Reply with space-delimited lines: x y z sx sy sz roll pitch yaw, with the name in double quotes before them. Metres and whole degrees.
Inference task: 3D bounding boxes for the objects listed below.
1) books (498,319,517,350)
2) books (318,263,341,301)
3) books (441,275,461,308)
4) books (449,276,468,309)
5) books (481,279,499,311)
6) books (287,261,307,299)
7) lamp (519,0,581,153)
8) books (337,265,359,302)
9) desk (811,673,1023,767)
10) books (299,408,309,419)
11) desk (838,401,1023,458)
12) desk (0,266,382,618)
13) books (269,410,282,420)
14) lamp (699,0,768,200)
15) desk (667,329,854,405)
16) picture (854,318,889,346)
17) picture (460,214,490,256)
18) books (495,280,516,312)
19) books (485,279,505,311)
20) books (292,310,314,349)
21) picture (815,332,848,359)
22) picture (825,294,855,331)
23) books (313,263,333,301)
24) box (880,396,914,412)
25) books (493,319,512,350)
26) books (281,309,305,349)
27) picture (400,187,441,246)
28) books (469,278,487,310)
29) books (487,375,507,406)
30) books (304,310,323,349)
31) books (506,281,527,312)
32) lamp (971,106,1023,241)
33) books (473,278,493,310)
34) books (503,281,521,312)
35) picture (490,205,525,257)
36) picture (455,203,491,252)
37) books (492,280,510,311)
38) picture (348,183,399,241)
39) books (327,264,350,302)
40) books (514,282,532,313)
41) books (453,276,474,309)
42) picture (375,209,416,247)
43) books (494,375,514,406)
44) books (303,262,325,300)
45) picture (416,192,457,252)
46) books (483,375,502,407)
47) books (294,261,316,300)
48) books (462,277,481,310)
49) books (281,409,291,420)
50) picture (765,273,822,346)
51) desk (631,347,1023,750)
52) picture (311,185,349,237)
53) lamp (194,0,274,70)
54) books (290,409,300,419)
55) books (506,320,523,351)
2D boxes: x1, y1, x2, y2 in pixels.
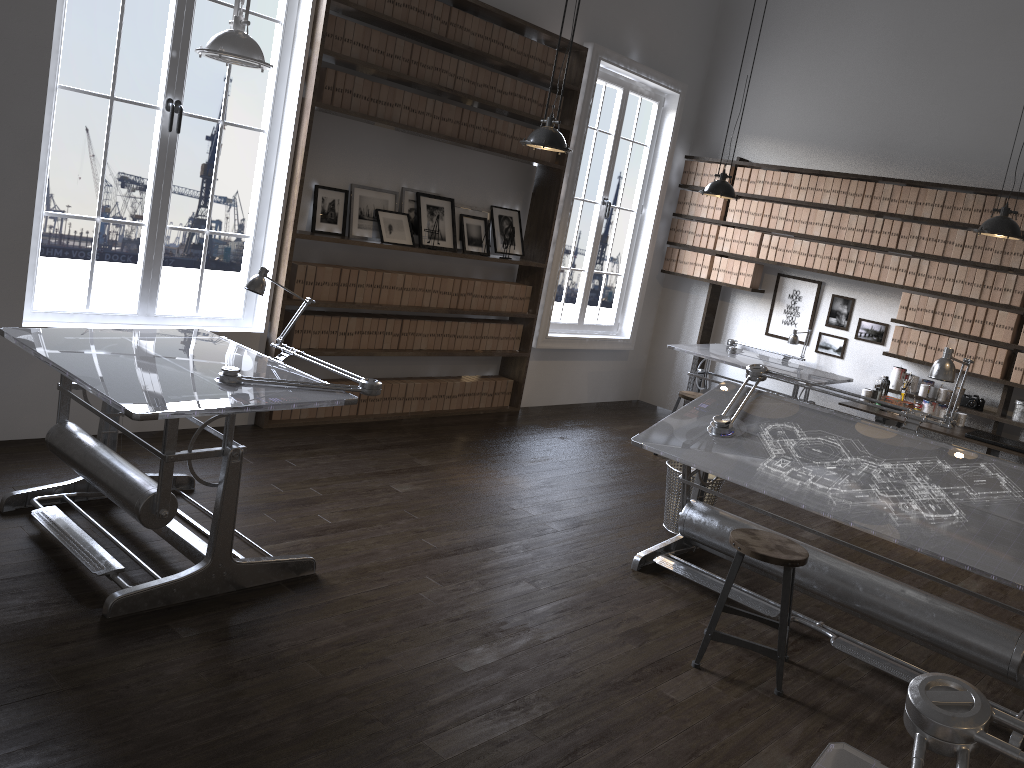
"books" -0.058 -0.408 7.351 0.176 0.224 0.066 18 11 40
"books" -1.237 -0.678 5.911 0.176 0.224 0.066 18 11 40
"books" -0.491 -0.703 6.753 0.176 0.224 0.066 18 11 40
"books" -0.438 -0.703 6.804 0.176 0.224 0.067 18 11 40
"books" -0.201 -0.711 7.070 0.176 0.224 0.067 18 11 40
"books" -1.416 -0.671 5.704 0.176 0.224 0.066 18 11 40
"lamp" 0.400 -2.456 4.988 0.312 2.236 0.314 14 9 20
"books" -1.138 -0.682 6.022 0.176 0.224 0.066 18 11 40
"desk" 0.995 1.048 0.504 2.085 1.376 1.076 19 12 40
"books" -1.433 0.102 5.961 0.176 0.224 0.066 18 11 40
"desk" 3.243 0.674 6.481 1.682 0.664 0.655 20 13 40
"desk" -1.319 0.089 3.730 1.279 1.180 1.171 19 12 40
"books" -1.577 0.105 5.804 0.176 0.224 0.066 18 11 40
"lamp" 1.765 -2.501 6.521 0.312 2.236 0.314 14 9 20
"desk" 2.076 0.036 7.488 1.279 1.090 1.071 19 12 40
"picture" 3.019 -0.439 7.435 0.253 0.182 0.023 19 12 40
"picture" -0.286 -1.154 6.870 0.128 0.288 0.289 18 12 40
"books" -0.072 -0.716 7.217 0.176 0.224 0.067 18 11 40
"books" -0.160 -0.714 7.122 0.176 0.224 0.066 18 11 40
"books" -1.396 -0.362 5.832 0.176 0.224 0.066 18 11 40
"picture" 2.760 -0.335 7.661 0.253 0.182 0.023 19 12 40
"picture" 2.822 -0.616 7.615 0.203 0.282 0.022 18 11 40
"books" -1.279 -0.676 5.860 0.176 0.224 0.066 18 11 40
"box" 2.981 0.160 6.870 0.213 0.083 0.137 19 13 40
"books" -0.105 -0.406 7.297 0.176 0.224 0.066 18 11 40
"books" -1.444 -0.360 5.778 0.176 0.224 0.067 18 11 40
"picture" -0.673 -1.209 6.478 0.092 0.403 0.369 18 12 40
"books" -0.297 -0.709 6.970 0.176 0.224 0.066 18 11 40
"books" -0.142 0.057 7.422 0.176 0.224 0.066 18 11 40
"books" -1.351 -0.364 5.888 0.176 0.224 0.066 18 11 40
"books" 0.017 -0.720 7.326 0.176 0.224 0.066 18 11 40
"lamp" 3.182 -1.991 5.261 0.312 2.236 0.314 14 9 20
"books" -0.250 -0.711 7.023 0.176 0.224 0.066 18 11 40
"books" -0.028 -0.718 7.272 0.176 0.224 0.066 18 11 40
"picture" -0.035 -1.232 7.148 0.162 0.362 0.343 18 12 40
"picture" -0.318 -1.197 6.883 0.096 0.358 0.434 18 12 40
"books" -0.117 -0.715 7.168 0.176 0.224 0.066 18 11 40
"picture" -0.959 -1.179 6.157 0.084 0.362 0.415 18 12 40
"books" -1.184 -0.678 5.963 0.176 0.224 0.067 18 11 40
"books" 0.065 -0.720 7.370 0.176 0.224 0.067 18 11 40
"books" -0.392 -0.706 6.864 0.176 0.224 0.066 18 11 40
"picture" -0.819 -1.095 6.228 0.145 0.227 0.300 18 12 40
"books" -0.090 0.056 7.477 0.176 0.224 0.066 18 11 40
"books" -1.318 -0.673 5.810 0.176 0.224 0.067 18 11 40
"picture" -0.554 -1.191 6.539 0.150 0.388 0.373 18 12 40
"books" -0.187 0.060 7.363 0.176 0.224 0.067 18 11 40
"books" -1.366 -0.672 5.756 0.176 0.224 0.066 18 11 40
"books" -0.341 -0.707 6.914 0.176 0.224 0.066 18 11 40
"books" -1.530 0.104 5.855 0.176 0.224 0.066 18 11 40
"picture" 2.501 -0.669 7.886 0.418 0.571 0.040 18 11 40
"desk" 1.628 0.443 4.212 2.298 1.376 1.076 19 12 40
"picture" -1.213 -1.152 5.907 0.058 0.313 0.267 18 11 40
"lamp" -0.935 -2.411 3.477 0.312 2.236 0.314 14 9 20
"books" -1.480 0.104 5.905 0.176 0.224 0.067 18 11 40
"books" -0.008 -0.409 7.401 0.176 0.224 0.066 18 11 40
